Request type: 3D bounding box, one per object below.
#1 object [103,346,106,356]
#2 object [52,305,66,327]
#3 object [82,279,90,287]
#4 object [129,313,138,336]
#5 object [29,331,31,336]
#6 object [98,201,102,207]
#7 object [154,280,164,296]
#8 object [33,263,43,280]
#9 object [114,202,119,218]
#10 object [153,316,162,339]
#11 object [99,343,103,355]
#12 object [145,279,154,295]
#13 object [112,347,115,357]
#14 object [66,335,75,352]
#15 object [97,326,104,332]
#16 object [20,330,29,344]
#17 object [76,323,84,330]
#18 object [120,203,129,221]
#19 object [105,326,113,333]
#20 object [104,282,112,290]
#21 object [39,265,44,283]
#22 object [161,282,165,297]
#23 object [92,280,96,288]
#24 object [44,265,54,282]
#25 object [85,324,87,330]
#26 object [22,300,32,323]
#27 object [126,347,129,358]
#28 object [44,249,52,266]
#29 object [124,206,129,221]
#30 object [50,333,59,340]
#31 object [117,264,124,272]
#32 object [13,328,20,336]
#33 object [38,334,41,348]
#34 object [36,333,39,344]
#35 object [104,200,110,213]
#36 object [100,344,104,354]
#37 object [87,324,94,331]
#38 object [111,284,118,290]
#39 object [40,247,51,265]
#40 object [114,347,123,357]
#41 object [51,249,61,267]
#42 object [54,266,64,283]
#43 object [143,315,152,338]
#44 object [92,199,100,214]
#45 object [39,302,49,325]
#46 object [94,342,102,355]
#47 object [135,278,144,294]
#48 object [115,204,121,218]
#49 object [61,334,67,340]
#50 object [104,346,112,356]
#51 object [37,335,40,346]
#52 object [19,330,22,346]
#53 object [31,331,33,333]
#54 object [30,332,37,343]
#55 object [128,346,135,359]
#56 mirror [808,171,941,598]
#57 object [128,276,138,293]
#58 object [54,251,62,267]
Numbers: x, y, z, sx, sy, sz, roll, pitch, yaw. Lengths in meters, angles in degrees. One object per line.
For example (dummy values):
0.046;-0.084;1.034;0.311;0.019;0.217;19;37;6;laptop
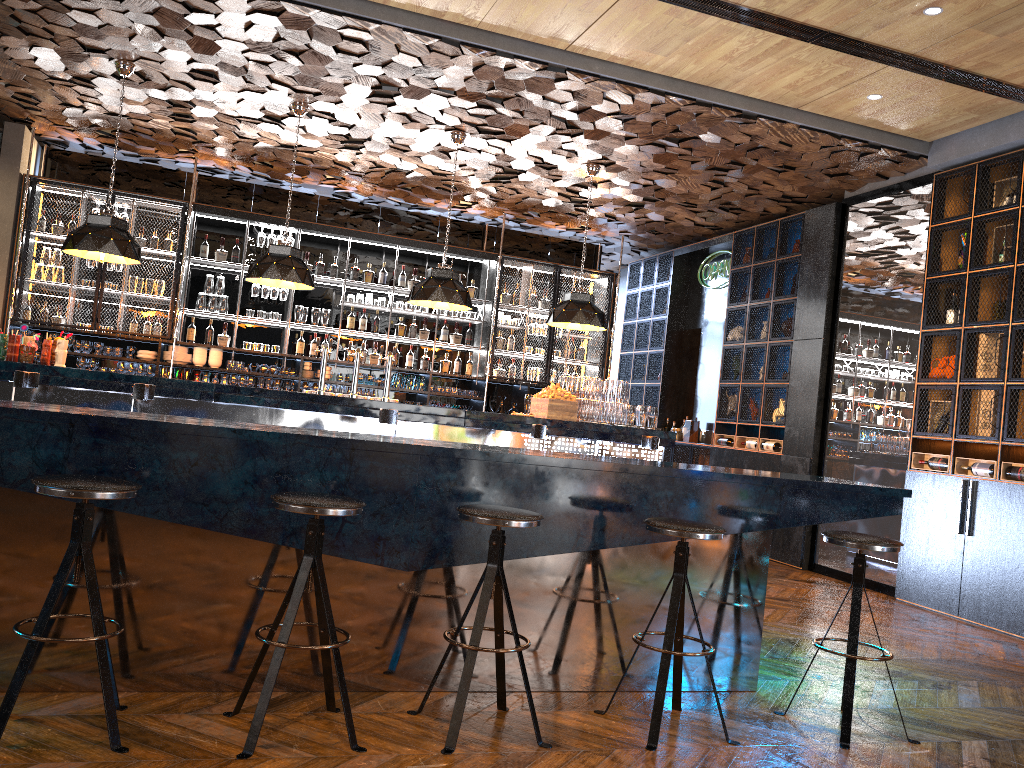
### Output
-4.288;-0.347;9.387;0.078;0.103;0.078;5;-2;24;object
-4.778;-0.710;9.355;0.108;0.244;0.108;6;-2;-5;object
-4.540;-1.067;9.453;0.077;0.080;0.077;6;-2;-7;object
-4.096;-0.638;9.607;0.075;0.261;0.075;5;-2;30;object
-5.056;-0.471;9.237;0.067;0.174;0.067;5;-2;32;object
-4.457;-1.853;9.546;0.081;0.213;0.081;7;-2;-13;object
-3.839;-1.038;9.635;0.092;0.182;0.092;7;-2;-24;object
-4.963;-1.169;9.296;0.092;0.182;0.092;7;-2;-24;object
-4.238;-1.833;9.469;0.081;0.213;0.081;7;-2;-13;object
-3.870;-0.612;9.686;0.075;0.260;0.075;5;-2;30;object
-4.364;-0.370;9.363;0.074;0.131;0.074;6;-2;-6;object
-3.935;-1.049;9.624;0.092;0.182;0.092;7;-2;-24;object
-4.203;-0.335;9.416;0.078;0.099;0.078;4;-3;38;object
-4.576;-0.419;9.181;0.087;0.170;0.087;5;-2;32;object
-4.422;-0.585;9.511;0.077;0.080;0.077;4;-3;37;object
-4.992;-0.470;9.083;0.067;0.174;0.067;5;-2;20;object
-4.569;-0.605;9.382;0.077;0.080;0.077;5;-2;20;object
-4.153;-1.823;9.498;0.081;0.213;0.081;7;-2;-13;object
-4.317;-0.575;9.489;0.077;0.080;0.077;7;-2;-31;object
-4.299;-1.042;9.439;0.077;0.080;0.077;7;-2;-23;object
-5.005;-1.170;9.389;0.092;0.182;0.092;7;-2;-24;object
-3.860;-1.037;9.728;0.092;0.182;0.092;7;-2;-24;object
-4.433;-1.056;9.449;0.077;0.080;0.077;8;-3;-41;object
-4.866;-1.157;9.330;0.092;0.182;0.092;7;-2;-24;object
-4.553;-0.598;9.544;0.077;0.080;0.077;5;-2;20;object
-5.069;-0.753;9.273;0.075;0.261;0.075;5;-2;30;object
-4.149;-0.338;9.624;0.074;0.131;0.074;6;-2;-6;object
-4.933;-1.345;9.409;0.092;0.182;0.092;7;-2;-24;object
-4.200;-1.823;9.634;0.081;0.213;0.081;7;-2;-13;object
-4.722;-0.436;9.142;0.087;0.170;0.087;5;-2;32;object
-4.252;-1.326;9.616;0.081;0.213;0.081;7;-2;-13;object
-5.063;-0.479;9.046;0.067;0.174;0.067;6;-2;-11;object
-4.957;-0.449;9.264;0.051;0.152;0.058;6;-2;7;object
-4.925;-0.450;9.148;0.058;0.152;0.051;7;-2;-15;object
-4.320;-1.843;9.441;0.081;0.213;0.081;7;-2;-13;object
-4.392;-0.370;9.445;0.074;0.131;0.074;6;-2;-6;object
-4.467;-0.594;9.405;0.077;0.080;0.077;7;-2;-33;object
-4.311;-1.038;9.601;0.077;0.080;0.077;7;-2;-23;object
-4.896;-1.344;9.318;0.092;0.182;0.092;7;-2;-24;object
-4.143;-0.331;9.340;0.078;0.099;0.078;4;-3;38;object
-4.803;-1.333;9.358;0.092;0.182;0.092;7;-2;-24;object
-4.768;-1.146;9.352;0.092;0.182;0.092;7;-2;-24;object
-3.974;-0.623;9.672;0.075;0.260;0.075;5;-2;30;object
-4.410;-1.853;9.410;0.081;0.213;0.081;7;-2;-13;object
-4.903;-0.735;9.302;0.075;0.260;0.075;5;-2;15;object
-4.338;-0.371;9.280;0.074;0.131;0.074;6;-2;-6;object
-4.065;-1.061;9.661;0.092;0.182;0.092;7;-2;-24;object
-4.285;-1.833;9.605;0.081;0.213;0.081;7;-2;-13;object
-4.663;-0.426;9.247;0.087;0.170;0.087;5;-2;32;object
-4.239;-0.344;9.315;0.078;0.103;0.078;5;-2;24;object
-4.941;-0.449;9.207;0.051;0.152;0.058;5;-2;33;object
-5.085;-0.479;9.118;0.067;0.174;0.067;5;-2;21;object
-5.084;-0.472;9.319;0.067;0.174;0.067;5;-2;21;object
-4.910;-0.450;9.091;0.051;0.152;0.058;7;-2;-14;object
-4.064;-0.335;9.466;0.074;0.131;0.074;6;-2;-6;object
3.184;-0.004;7.865;0.026;3.551;1.194;7;-2;-19;mirror
-4.084;-1.067;9.548;0.092;0.182;0.092;7;-2;-24;object
-4.833;-1.334;9.432;0.092;0.182;0.092;7;-2;-24;object
